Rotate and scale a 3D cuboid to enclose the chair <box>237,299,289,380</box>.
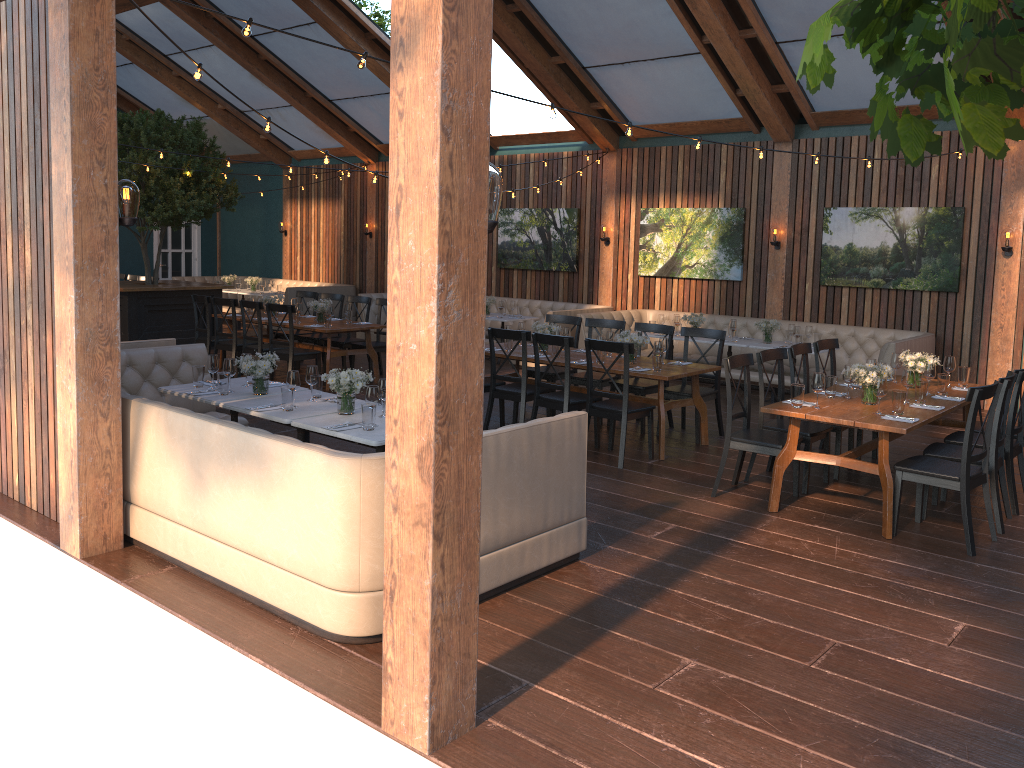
[{"bbox_3d":[-2.995,-0.508,10.722,0.479,1.013,0.541,7,9,43],"label":"chair"}]

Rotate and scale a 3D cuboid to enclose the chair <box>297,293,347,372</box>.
[{"bbox_3d":[-2.595,-0.714,12.053,0.479,1.013,0.541,6,8,35],"label":"chair"}]

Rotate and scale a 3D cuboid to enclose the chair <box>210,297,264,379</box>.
[{"bbox_3d":[-3.438,-0.576,11.064,0.479,1.013,0.541,6,8,35],"label":"chair"}]

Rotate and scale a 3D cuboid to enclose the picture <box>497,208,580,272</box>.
[{"bbox_3d":[0.406,-2.360,14.419,1.657,0.991,0.065,8,9,40],"label":"picture"}]

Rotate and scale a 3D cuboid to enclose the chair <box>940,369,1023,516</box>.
[{"bbox_3d":[3.486,0.358,6.464,0.541,1.013,0.479,7,8,40],"label":"chair"}]

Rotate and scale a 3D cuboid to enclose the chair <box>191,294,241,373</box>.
[{"bbox_3d":[-3.841,-0.649,11.451,0.541,1.013,0.479,-5,9,-45],"label":"chair"}]

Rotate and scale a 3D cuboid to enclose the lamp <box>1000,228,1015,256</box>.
[{"bbox_3d":[5.591,-1.602,9.980,0.147,0.318,0.178,7,8,40],"label":"lamp"}]

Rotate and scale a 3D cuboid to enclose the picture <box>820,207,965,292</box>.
[{"bbox_3d":[4.629,-1.670,10.871,1.657,0.991,0.065,8,9,40],"label":"picture"}]

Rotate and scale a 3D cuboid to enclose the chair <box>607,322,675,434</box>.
[{"bbox_3d":[1.287,-0.077,8.777,0.541,1.013,0.479,-5,9,-45],"label":"chair"}]

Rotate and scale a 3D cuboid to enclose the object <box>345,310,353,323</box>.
[{"bbox_3d":[-2.047,-0.846,11.106,0.092,0.157,0.092,0,7,-13],"label":"object"}]

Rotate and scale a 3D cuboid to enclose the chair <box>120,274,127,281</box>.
[{"bbox_3d":[-7.251,-1.478,15.983,0.541,1.013,0.479,-5,9,-45],"label":"chair"}]

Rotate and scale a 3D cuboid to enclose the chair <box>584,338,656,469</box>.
[{"bbox_3d":[0.898,0.127,7.458,0.479,1.013,0.541,7,8,40],"label":"chair"}]

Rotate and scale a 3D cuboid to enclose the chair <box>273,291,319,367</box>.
[{"bbox_3d":[-3.022,-0.784,12.414,0.479,1.013,0.541,7,8,40],"label":"chair"}]

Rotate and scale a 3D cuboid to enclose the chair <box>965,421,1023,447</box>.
[{"bbox_3d":[3.849,0.299,6.889,0.541,1.013,0.479,6,8,35],"label":"chair"}]

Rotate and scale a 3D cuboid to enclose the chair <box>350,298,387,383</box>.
[{"bbox_3d":[-1.742,-0.574,11.333,0.541,1.013,0.479,-5,9,-45],"label":"chair"}]

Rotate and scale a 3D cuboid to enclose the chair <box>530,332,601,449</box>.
[{"bbox_3d":[0.467,0.058,7.814,0.541,1.013,0.479,-5,9,-44],"label":"chair"}]

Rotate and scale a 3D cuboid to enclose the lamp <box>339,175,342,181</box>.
[{"bbox_3d":[-3.245,-3.905,16.746,0.074,0.114,0.056,-5,9,-43],"label":"lamp"}]

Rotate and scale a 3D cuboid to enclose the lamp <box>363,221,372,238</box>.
[{"bbox_3d":[-2.787,-2.977,17.051,0.147,0.318,0.178,7,8,40],"label":"lamp"}]

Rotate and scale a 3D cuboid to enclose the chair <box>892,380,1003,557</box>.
[{"bbox_3d":[2.761,0.477,5.612,0.478,1.013,0.542,-5,9,-44],"label":"chair"}]

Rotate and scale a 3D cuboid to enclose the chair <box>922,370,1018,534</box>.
[{"bbox_3d":[3.123,0.418,6.038,0.541,1.013,0.479,6,8,35],"label":"chair"}]

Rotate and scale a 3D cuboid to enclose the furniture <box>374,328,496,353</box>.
[{"bbox_3d":[-1.204,-0.572,13.324,2.338,0.396,0.314,9,10,40],"label":"furniture"}]

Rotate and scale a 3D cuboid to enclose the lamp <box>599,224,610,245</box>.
[{"bbox_3d":[1.414,-2.288,13.505,0.147,0.318,0.178,7,8,40],"label":"lamp"}]

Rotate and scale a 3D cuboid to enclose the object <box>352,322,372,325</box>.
[{"bbox_3d":[-1.882,-0.761,11.041,0.158,0.019,0.256,9,12,40],"label":"object"}]

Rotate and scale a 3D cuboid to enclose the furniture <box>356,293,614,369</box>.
[{"bbox_3d":[-0.477,-0.917,14.146,4.175,0.853,1.716,9,11,40],"label":"furniture"}]

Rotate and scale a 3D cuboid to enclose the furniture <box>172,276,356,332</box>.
[{"bbox_3d":[-5.078,-1.672,18.029,4.175,0.853,1.716,9,11,40],"label":"furniture"}]

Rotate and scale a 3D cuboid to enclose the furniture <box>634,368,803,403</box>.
[{"bbox_3d":[2.239,-0.007,10.419,2.338,0.396,0.314,9,10,40],"label":"furniture"}]

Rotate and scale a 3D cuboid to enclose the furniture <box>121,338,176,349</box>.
[{"bbox_3d":[-5.142,-0.152,8.675,4.175,0.853,1.716,9,11,40],"label":"furniture"}]

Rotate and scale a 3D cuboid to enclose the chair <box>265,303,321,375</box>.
[{"bbox_3d":[-2.569,-0.438,10.362,0.479,1.013,0.541,6,8,35],"label":"chair"}]

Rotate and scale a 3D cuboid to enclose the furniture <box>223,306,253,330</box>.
[{"bbox_3d":[-5.829,-1.331,17.228,2.338,0.396,0.314,9,10,40],"label":"furniture"}]

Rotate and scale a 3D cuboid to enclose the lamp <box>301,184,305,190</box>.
[{"bbox_3d":[-3.879,-3.647,16.405,0.066,0.117,0.057,3,6,16],"label":"lamp"}]

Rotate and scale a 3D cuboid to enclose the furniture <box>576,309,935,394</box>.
[{"bbox_3d":[2.968,-0.352,11.238,4.175,0.853,1.716,9,11,40],"label":"furniture"}]

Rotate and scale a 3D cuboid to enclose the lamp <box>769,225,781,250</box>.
[{"bbox_3d":[3.496,-1.946,11.748,0.147,0.318,0.178,7,8,40],"label":"lamp"}]

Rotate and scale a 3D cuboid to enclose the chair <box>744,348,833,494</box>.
[{"bbox_3d":[2.163,0.260,6.848,0.541,1.013,0.479,7,8,40],"label":"chair"}]

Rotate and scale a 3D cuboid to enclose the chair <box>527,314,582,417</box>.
[{"bbox_3d":[0.434,-0.217,9.497,0.479,1.013,0.541,7,8,40],"label":"chair"}]

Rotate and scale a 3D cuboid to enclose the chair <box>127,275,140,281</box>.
[{"bbox_3d":[-6.824,-1.408,15.623,0.479,1.013,0.541,7,8,40],"label":"chair"}]

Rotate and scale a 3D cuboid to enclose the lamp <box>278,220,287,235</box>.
[{"bbox_3d":[-4.881,-3.321,18.817,0.147,0.318,0.178,7,8,40],"label":"lamp"}]

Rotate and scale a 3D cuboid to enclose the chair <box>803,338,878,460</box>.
[{"bbox_3d":[2.889,0.141,7.700,0.541,1.013,0.479,7,8,40],"label":"chair"}]

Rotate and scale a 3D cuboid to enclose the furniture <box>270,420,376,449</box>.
[{"bbox_3d":[-1.005,0.526,6.610,2.338,0.396,0.314,9,10,40],"label":"furniture"}]

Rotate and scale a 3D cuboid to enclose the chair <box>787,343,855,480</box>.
[{"bbox_3d":[2.526,0.201,7.275,0.541,1.013,0.479,6,8,35],"label":"chair"}]

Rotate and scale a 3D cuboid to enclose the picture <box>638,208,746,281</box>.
[{"bbox_3d":[2.536,-2.012,12.630,1.657,0.991,0.065,8,9,40],"label":"picture"}]

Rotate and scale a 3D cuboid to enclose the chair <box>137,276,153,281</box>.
[{"bbox_3d":[-6.397,-1.334,15.237,0.478,1.013,0.542,4,7,23],"label":"chair"}]

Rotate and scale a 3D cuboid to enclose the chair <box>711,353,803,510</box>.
[{"bbox_3d":[1.801,0.320,6.423,0.541,1.013,0.479,6,8,35],"label":"chair"}]

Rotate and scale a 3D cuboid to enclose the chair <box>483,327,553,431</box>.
[{"bbox_3d":[0.068,-0.013,8.185,0.479,1.013,0.541,6,8,37],"label":"chair"}]

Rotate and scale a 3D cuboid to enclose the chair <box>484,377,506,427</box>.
[{"bbox_3d":[-0.383,-0.081,8.528,0.541,1.013,0.480,-4,8,-42],"label":"chair"}]

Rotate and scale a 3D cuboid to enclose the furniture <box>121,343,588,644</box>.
[{"bbox_3d":[-1.689,0.414,5.761,4.175,0.853,1.716,9,11,40],"label":"furniture"}]

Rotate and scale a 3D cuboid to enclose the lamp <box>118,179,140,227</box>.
[{"bbox_3d":[-2.214,-1.009,5.044,0.147,0.318,0.178,7,8,40],"label":"lamp"}]

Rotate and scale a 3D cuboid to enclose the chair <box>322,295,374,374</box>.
[{"bbox_3d":[-2.168,-0.644,11.693,0.479,1.013,0.541,7,8,40],"label":"chair"}]

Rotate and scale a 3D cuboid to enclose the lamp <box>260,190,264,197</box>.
[{"bbox_3d":[-4.534,-3.457,16.047,0.056,0.120,0.056,3,6,18],"label":"lamp"}]

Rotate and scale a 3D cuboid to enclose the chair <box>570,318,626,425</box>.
[{"bbox_3d":[0.861,-0.147,9.137,0.479,1.013,0.541,6,8,35],"label":"chair"}]

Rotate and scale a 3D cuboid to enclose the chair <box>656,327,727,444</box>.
[{"bbox_3d":[1.714,-0.007,8.417,0.479,1.013,0.541,7,8,40],"label":"chair"}]
